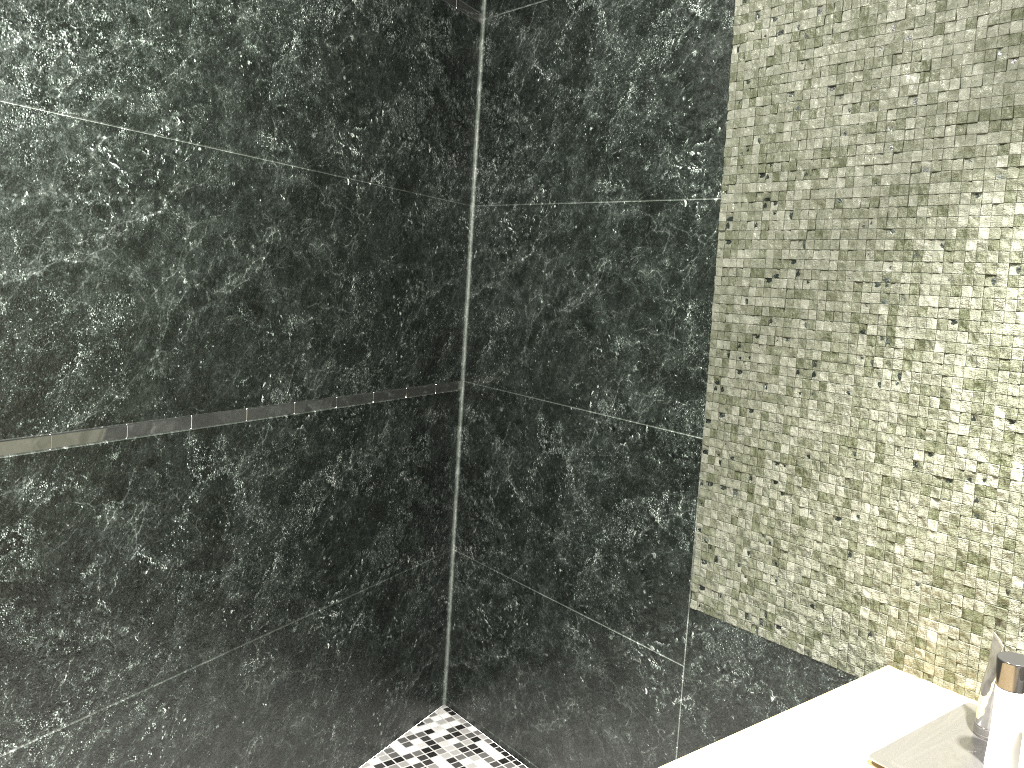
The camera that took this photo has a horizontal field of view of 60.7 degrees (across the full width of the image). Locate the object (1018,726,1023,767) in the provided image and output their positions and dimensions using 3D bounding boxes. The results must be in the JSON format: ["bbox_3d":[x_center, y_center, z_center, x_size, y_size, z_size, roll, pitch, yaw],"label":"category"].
[{"bbox_3d":[0.745,0.526,1.200,0.034,0.136,0.078,0,7,-35],"label":"object"}]

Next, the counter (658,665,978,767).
[{"bbox_3d":[0.824,0.832,1.002,0.692,1.050,1.230,-1,8,-39],"label":"counter"}]

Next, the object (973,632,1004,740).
[{"bbox_3d":[0.779,0.491,1.415,0.048,0.163,0.042,0,7,-33],"label":"object"}]

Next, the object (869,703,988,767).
[{"bbox_3d":[0.750,0.581,1.300,0.340,0.011,0.294,-1,9,-38],"label":"object"}]
